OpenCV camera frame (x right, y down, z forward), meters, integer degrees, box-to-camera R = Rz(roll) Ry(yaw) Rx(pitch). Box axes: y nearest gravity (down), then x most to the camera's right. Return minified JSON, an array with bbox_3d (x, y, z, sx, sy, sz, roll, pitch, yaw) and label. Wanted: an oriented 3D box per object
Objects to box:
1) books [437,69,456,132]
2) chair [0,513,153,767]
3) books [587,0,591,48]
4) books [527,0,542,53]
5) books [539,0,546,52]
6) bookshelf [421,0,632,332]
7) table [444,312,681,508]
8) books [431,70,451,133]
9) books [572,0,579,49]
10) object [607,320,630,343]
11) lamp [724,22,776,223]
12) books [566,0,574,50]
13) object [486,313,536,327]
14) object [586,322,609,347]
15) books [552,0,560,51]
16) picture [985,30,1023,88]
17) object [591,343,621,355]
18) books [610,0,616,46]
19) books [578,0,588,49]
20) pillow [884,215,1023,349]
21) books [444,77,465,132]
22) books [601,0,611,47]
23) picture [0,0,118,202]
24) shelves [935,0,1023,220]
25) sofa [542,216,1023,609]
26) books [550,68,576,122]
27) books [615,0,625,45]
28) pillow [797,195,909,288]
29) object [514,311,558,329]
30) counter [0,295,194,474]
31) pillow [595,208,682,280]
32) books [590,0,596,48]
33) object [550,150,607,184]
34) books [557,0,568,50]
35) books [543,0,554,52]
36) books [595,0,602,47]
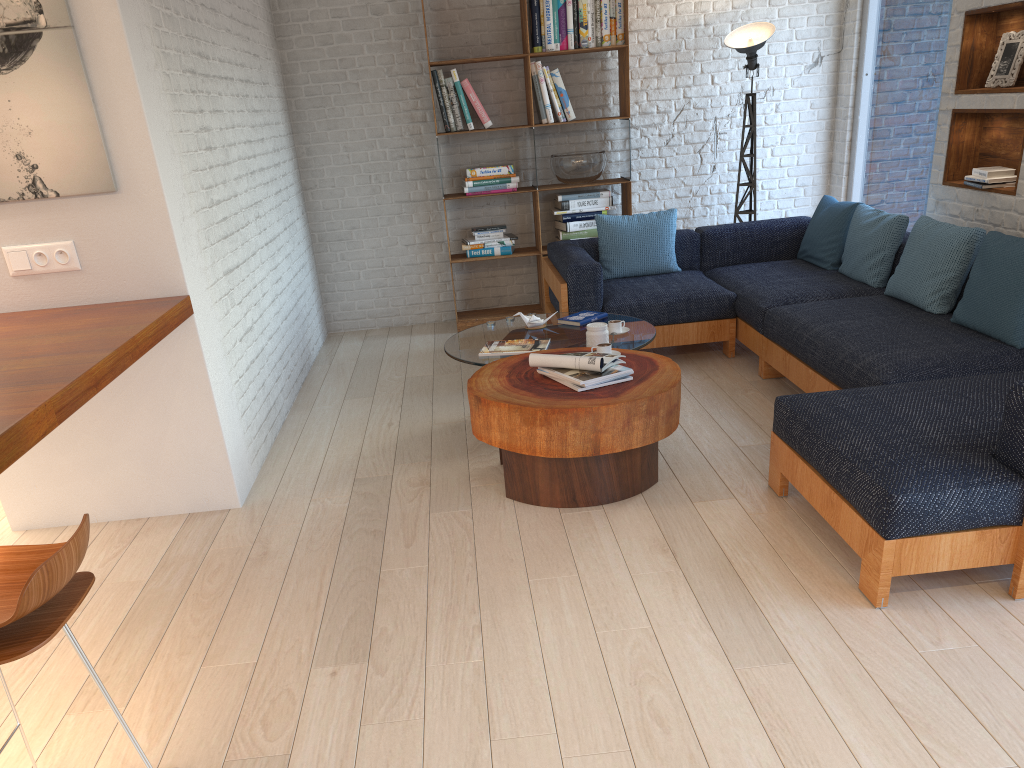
[{"bbox_3d":[-0.448,-1.933,5.957,0.091,0.409,0.228,-6,23,-3],"label":"books"},{"bbox_3d":[-1.054,0.705,1.954,0.422,0.825,0.378,-6,24,-2],"label":"chair"},{"bbox_3d":[0.490,-2.427,5.792,0.021,0.382,0.254,-6,23,-3],"label":"books"},{"bbox_3d":[0.152,-2.382,5.798,0.055,0.351,0.238,-6,23,-3],"label":"books"},{"bbox_3d":[0.189,-2.399,5.792,0.021,0.382,0.254,-6,23,-3],"label":"books"},{"bbox_3d":[0.151,-1.556,6.146,1.317,2.343,0.341,-6,25,-2],"label":"bookshelf"},{"bbox_3d":[0.195,0.049,4.190,1.077,0.477,1.713,-4,18,3],"label":"table"},{"bbox_3d":[-0.484,-1.926,5.949,0.091,0.409,0.228,-6,23,-3],"label":"books"},{"bbox_3d":[0.404,-2.432,5.784,0.036,0.408,0.228,-6,23,-3],"label":"books"},{"bbox_3d":[0.526,-0.268,4.325,0.154,0.061,0.254,-8,19,-10],"label":"object"},{"bbox_3d":[1.814,-1.449,5.964,0.494,1.964,0.831,-19,27,-28],"label":"lamp"},{"bbox_3d":[0.368,-2.425,5.774,0.036,0.408,0.228,-6,23,-3],"label":"books"},{"bbox_3d":[-0.006,-0.357,4.796,0.297,0.029,0.065,-13,20,-22],"label":"object"},{"bbox_3d":[0.406,-0.228,4.143,0.108,0.115,0.101,0,22,13],"label":"object"},{"bbox_3d":[0.274,-2.417,5.776,0.036,0.408,0.228,-6,23,-3],"label":"books"},{"bbox_3d":[2.431,-1.581,4.248,0.102,0.260,0.182,-10,23,-11],"label":"picture"},{"bbox_3d":[0.404,-0.149,3.870,0.145,0.059,0.165,-10,19,-13],"label":"object"},{"bbox_3d":[0.648,-2.456,5.791,0.036,0.408,0.228,-6,23,-3],"label":"books"},{"bbox_3d":[0.454,-2.405,5.784,0.055,0.351,0.238,-6,23,-3],"label":"books"},{"bbox_3d":[2.091,-0.507,3.994,0.254,0.444,1.136,-6,19,-3],"label":"pillow"},{"bbox_3d":[-0.396,-1.918,5.987,0.102,0.355,0.238,-6,23,-3],"label":"books"},{"bbox_3d":[0.603,-2.423,5.797,0.055,0.351,0.238,-6,23,-3],"label":"books"},{"bbox_3d":[-1.823,-1.167,2.980,0.655,1.081,0.019,-6,25,-2],"label":"picture"},{"bbox_3d":[2.423,-1.587,4.193,0.192,1.519,0.718,-6,24,-3],"label":"shelves"},{"bbox_3d":[1.398,-0.215,4.288,2.078,0.706,3.703,-6,18,-2],"label":"sofa"},{"bbox_3d":[0.336,-1.979,5.981,0.158,0.350,0.238,-6,23,-2],"label":"books"},{"bbox_3d":[0.698,-2.439,5.819,0.055,0.351,0.238,-6,23,-3],"label":"books"},{"bbox_3d":[2.009,-0.866,5.209,0.243,0.424,1.037,-7,19,-4],"label":"pillow"},{"bbox_3d":[0.126,-0.351,4.629,0.186,0.097,0.183,3,21,22],"label":"object"},{"bbox_3d":[-1.972,0.533,2.485,1.685,0.982,2.340,-6,19,-2],"label":"counter"},{"bbox_3d":[0.812,-0.902,5.627,0.555,0.436,0.209,-6,24,-3],"label":"pillow"},{"bbox_3d":[0.517,-2.447,5.799,0.036,0.408,0.228,-6,23,-3],"label":"books"},{"bbox_3d":[0.474,-1.538,6.213,0.396,0.215,0.382,10,25,37],"label":"object"},{"bbox_3d":[0.322,-2.399,5.803,0.055,0.351,0.238,-6,23,-3],"label":"books"},{"bbox_3d":[0.230,-2.385,5.784,0.055,0.351,0.238,-6,23,-3],"label":"books"},{"bbox_3d":[0.555,-2.447,5.788,0.036,0.408,0.228,-6,23,-3],"label":"books"}]
